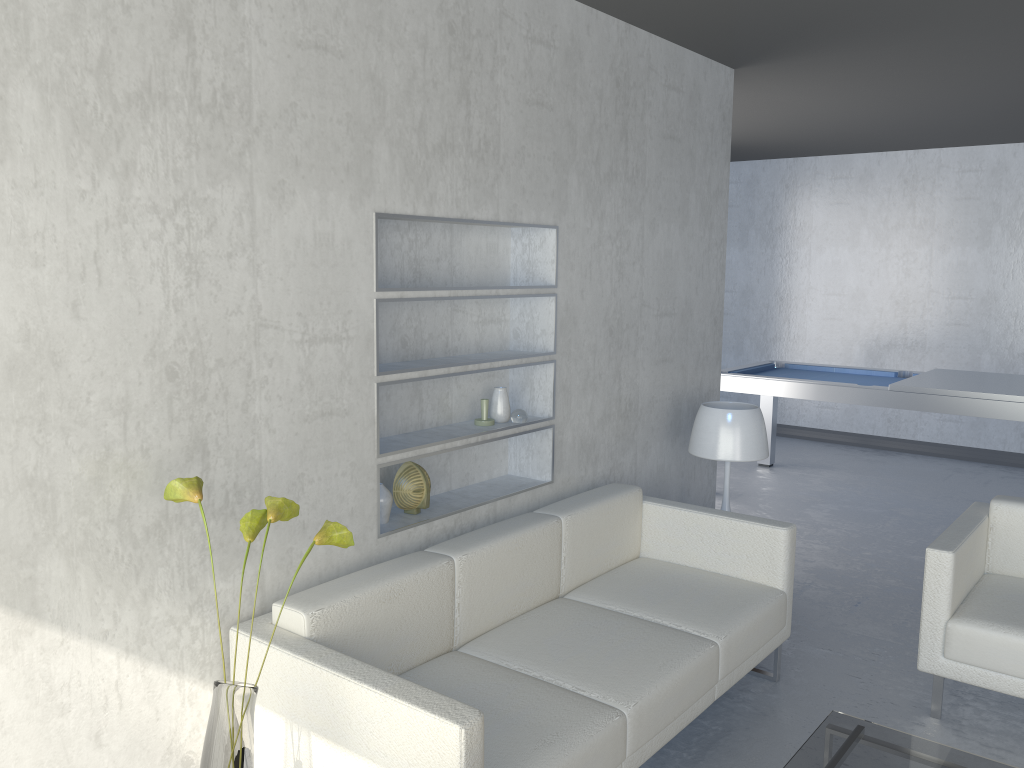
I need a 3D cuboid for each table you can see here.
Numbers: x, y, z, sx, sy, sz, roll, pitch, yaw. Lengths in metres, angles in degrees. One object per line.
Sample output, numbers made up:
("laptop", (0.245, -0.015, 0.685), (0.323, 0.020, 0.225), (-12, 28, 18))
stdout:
("table", (2.443, 0.347, 5.843), (2.095, 0.835, 1.180), (7, 10, 37))
("table", (1.059, 1.159, 2.201), (0.773, 0.190, 0.730), (7, 10, 37))

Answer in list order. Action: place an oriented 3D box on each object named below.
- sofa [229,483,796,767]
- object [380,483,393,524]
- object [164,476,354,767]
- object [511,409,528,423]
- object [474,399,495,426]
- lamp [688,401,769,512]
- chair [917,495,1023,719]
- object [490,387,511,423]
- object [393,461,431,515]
("sofa", (0.164, 0.831, 2.810), (0.821, 0.658, 1.881), (7, 10, 37))
("object", (-0.430, 0.386, 2.883), (0.086, 0.128, 0.086), (-6, 10, -41))
("object", (-0.532, 0.738, 1.971), (0.400, 1.051, 0.387), (-3, 8, -24))
("object", (0.028, 0.118, 3.336), (0.064, 0.050, 0.064), (8, 10, 43))
("object", (-0.101, 0.103, 3.268), (0.074, 0.094, 0.074), (1, 8, 2))
("lamp", (0.955, 0.382, 3.931), (0.347, 0.582, 0.347), (2, 8, 6))
("chair", (1.929, 0.811, 3.112), (0.748, 0.662, 0.821), (7, 10, 37))
("object", (-0.044, 0.077, 3.329), (0.079, 0.130, 0.079), (6, 9, 36))
("object", (-0.318, 0.348, 2.981), (0.088, 0.179, 0.163), (5, 9, 28))
